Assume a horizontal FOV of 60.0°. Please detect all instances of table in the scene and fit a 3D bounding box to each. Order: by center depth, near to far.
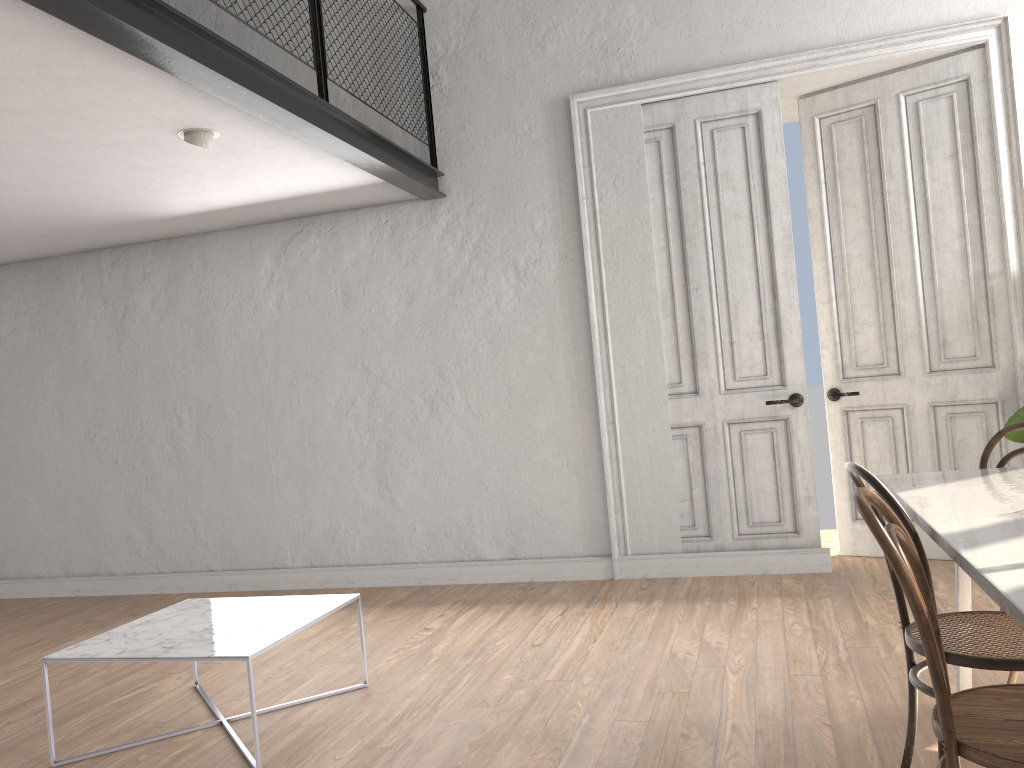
[{"bbox_3d":[1.537,0.676,1.891,1.100,0.780,2.200,-5,0,16],"label":"table"},{"bbox_3d":[-1.148,1.130,3.469,0.849,0.392,0.849,-5,0,16],"label":"table"}]

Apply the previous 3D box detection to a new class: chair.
[{"bbox_3d":[1.008,0.655,1.756,0.549,0.920,0.437,-5,0,27],"label":"chair"},{"bbox_3d":[1.200,0.641,2.309,0.549,0.920,0.438,-5,0,11],"label":"chair"},{"bbox_3d":[1.772,0.592,2.837,0.438,0.920,0.549,-5,0,24],"label":"chair"}]

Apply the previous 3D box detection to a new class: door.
[{"bbox_3d":[2.296,-0.394,5.097,1.097,2.814,0.216,-5,0,41],"label":"door"},{"bbox_3d":[1.137,-0.285,5.252,1.097,2.814,0.216,-5,0,17],"label":"door"}]

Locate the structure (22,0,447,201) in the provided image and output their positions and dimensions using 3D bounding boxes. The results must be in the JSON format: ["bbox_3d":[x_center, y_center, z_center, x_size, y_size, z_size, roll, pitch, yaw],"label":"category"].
[{"bbox_3d":[-3.261,-1.541,3.313,4.159,1.213,5.926,-5,0,16],"label":"structure"}]

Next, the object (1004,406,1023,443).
[{"bbox_3d":[1.948,0.104,1.953,0.792,1.842,5.826,-5,0,21],"label":"object"}]
